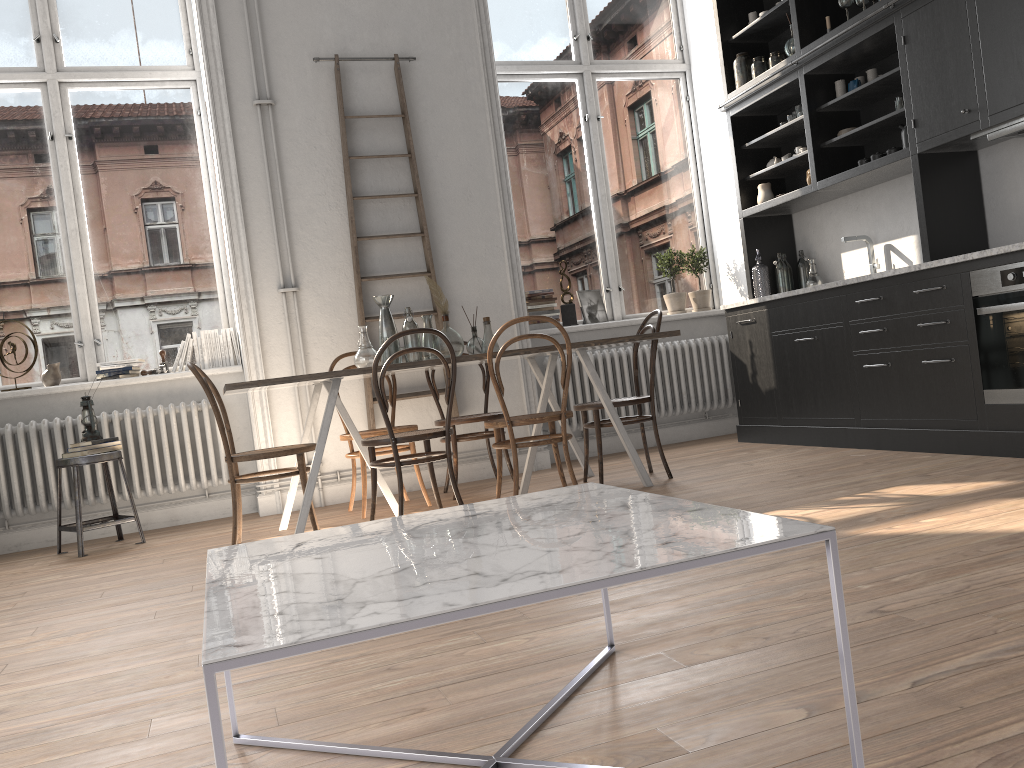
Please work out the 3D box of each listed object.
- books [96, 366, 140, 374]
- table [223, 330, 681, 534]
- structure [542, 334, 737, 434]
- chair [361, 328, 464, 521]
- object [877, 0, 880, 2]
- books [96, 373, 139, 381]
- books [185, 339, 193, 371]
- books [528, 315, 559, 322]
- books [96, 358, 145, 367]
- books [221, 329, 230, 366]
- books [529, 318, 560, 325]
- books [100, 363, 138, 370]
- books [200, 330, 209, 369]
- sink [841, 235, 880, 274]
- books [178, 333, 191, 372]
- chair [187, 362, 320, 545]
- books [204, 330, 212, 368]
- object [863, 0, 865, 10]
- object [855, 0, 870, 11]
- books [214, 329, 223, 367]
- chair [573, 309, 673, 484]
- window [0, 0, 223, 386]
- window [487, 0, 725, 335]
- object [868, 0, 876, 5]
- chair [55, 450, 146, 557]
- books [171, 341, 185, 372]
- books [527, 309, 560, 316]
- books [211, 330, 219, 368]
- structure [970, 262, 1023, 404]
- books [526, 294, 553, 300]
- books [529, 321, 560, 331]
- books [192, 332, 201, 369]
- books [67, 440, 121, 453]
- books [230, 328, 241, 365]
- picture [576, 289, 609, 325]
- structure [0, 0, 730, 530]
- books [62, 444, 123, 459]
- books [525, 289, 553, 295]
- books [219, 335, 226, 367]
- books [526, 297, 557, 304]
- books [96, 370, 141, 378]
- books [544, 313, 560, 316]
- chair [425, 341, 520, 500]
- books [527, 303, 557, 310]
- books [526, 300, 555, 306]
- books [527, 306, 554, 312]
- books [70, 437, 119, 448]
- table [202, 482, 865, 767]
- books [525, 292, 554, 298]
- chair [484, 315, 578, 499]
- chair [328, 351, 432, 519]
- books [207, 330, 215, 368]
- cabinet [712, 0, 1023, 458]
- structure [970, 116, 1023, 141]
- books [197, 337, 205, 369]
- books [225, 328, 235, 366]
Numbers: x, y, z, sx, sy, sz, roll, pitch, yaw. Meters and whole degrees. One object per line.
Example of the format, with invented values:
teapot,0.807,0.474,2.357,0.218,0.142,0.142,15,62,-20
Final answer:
books,-2.435,-0.083,5.490,0.221,0.023,0.147,-7,1,-3
table,-0.311,0.267,4.645,2.199,0.780,1.100,-8,1,-19
structure,0.938,-0.006,6.459,1.577,0.552,0.194,-8,1,-19
chair,-0.475,0.224,4.135,0.437,0.921,0.549,-8,1,-23
object,2.126,-2.169,5.054,0.083,0.221,0.083,-7,1,13
books,-2.439,-0.038,5.493,0.221,0.023,0.147,-7,1,30
books,-2.052,-0.181,5.638,0.072,0.203,0.155,-8,1,-19
books,0.194,-0.464,6.373,0.249,0.023,0.175,-8,1,-18
books,-2.423,-0.131,5.504,0.243,0.019,0.174,-7,1,-9
books,-1.849,-0.228,5.729,0.024,0.243,0.175,-8,1,-19
books,0.197,-0.441,6.373,0.249,0.023,0.175,-8,1,-23
books,-2.432,-0.105,5.479,0.205,0.020,0.155,-8,1,-29
books,-1.961,-0.213,5.658,0.024,0.243,0.175,-8,1,-19
sink,2.015,-0.641,5.406,0.514,0.505,0.526,-8,1,-19
books,-2.077,-0.195,5.628,0.100,0.235,0.174,-8,1,-19
chair,-1.229,0.319,4.311,0.549,0.921,0.438,-8,1,-10
books,-1.943,-0.215,5.674,0.019,0.244,0.174,-8,1,-19
object,1.940,-2.144,4.902,0.083,0.221,0.083,-7,1,28
object,1.998,-2.153,5.043,0.083,0.221,0.083,-8,1,-27
books,-1.885,-0.223,5.694,0.019,0.244,0.174,-8,1,-19
chair,0.608,0.076,4.911,0.549,0.921,0.438,-7,1,-6
window,-2.824,-1.459,5.581,1.622,2.843,0.013,-8,1,-19
window,5.014,-6.919,11.503,14.380,15.938,26.403,-8,1,-19
object,2.025,-2.155,4.964,0.083,0.221,0.083,-8,1,-20
chair,-2.302,0.649,4.903,0.360,0.523,0.363,-6,1,45
books,-2.113,-0.170,5.620,0.105,0.194,0.155,-8,1,-20
books,0.192,-0.504,6.391,0.245,0.028,0.193,-8,1,-24
books,-1.912,-0.220,5.708,0.024,0.243,0.175,-8,1,-19
structure,2.528,-0.258,3.932,0.618,0.623,0.622,-8,1,-19
books,0.171,-0.614,6.382,0.231,0.023,0.162,-7,1,-3
books,0.199,-0.408,6.374,0.248,0.043,0.192,-8,1,-19
books,-2.016,-0.206,5.672,0.024,0.243,0.175,-8,1,-19
books,-2.325,0.348,4.940,0.163,0.029,0.232,-7,1,42
books,-1.789,-0.236,5.726,0.040,0.244,0.174,-8,1,-19
picture,0.574,-0.562,6.565,0.221,0.264,0.149,-8,1,-35
structure,-0.994,-1.519,5.768,5.180,4.474,0.340,-8,1,-19
books,-2.332,0.375,4.934,0.194,0.034,0.246,-7,1,22
books,0.170,-0.657,6.392,0.200,0.024,0.159,-8,1,-29
books,-1.862,-0.207,5.703,0.020,0.205,0.155,-8,1,-19
books,0.181,-0.594,6.385,0.243,0.019,0.174,-8,1,-19
books,-2.435,-0.061,5.491,0.205,0.022,0.155,-7,1,1
books,0.196,-0.483,6.390,0.255,0.014,0.192,-8,1,-15
chair,-0.255,0.183,5.285,0.437,0.921,0.549,-8,1,-12
books,0.193,-0.553,6.393,0.222,0.024,0.158,-8,1,-19
books,0.189,-0.574,6.386,0.205,0.022,0.155,-8,1,-24
books,0.195,-0.529,6.387,0.205,0.022,0.155,-7,1,-4
books,-2.326,0.326,4.941,0.147,0.027,0.221,-7,1,14
table,-0.054,0.461,1.519,0.849,0.392,0.849,-8,1,-19
books,0.181,-0.637,6.386,0.205,0.020,0.155,-8,1,-19
chair,0.086,0.150,4.287,0.438,0.921,0.549,-7,1,-8
chair,-0.768,0.252,5.027,0.437,0.921,0.549,-8,1,-21
books,-1.930,-0.217,5.696,0.019,0.244,0.174,-8,1,-19
cabinet,2.128,-1.460,4.657,0.634,3.584,3.251,-8,1,-19
structure,2.530,-1.246,3.963,0.379,0.123,0.844,-8,1,-19
books,-1.983,-0.191,5.662,0.020,0.205,0.155,-8,1,-19
books,-1.819,-0.232,5.718,0.024,0.243,0.175,-8,1,-19
